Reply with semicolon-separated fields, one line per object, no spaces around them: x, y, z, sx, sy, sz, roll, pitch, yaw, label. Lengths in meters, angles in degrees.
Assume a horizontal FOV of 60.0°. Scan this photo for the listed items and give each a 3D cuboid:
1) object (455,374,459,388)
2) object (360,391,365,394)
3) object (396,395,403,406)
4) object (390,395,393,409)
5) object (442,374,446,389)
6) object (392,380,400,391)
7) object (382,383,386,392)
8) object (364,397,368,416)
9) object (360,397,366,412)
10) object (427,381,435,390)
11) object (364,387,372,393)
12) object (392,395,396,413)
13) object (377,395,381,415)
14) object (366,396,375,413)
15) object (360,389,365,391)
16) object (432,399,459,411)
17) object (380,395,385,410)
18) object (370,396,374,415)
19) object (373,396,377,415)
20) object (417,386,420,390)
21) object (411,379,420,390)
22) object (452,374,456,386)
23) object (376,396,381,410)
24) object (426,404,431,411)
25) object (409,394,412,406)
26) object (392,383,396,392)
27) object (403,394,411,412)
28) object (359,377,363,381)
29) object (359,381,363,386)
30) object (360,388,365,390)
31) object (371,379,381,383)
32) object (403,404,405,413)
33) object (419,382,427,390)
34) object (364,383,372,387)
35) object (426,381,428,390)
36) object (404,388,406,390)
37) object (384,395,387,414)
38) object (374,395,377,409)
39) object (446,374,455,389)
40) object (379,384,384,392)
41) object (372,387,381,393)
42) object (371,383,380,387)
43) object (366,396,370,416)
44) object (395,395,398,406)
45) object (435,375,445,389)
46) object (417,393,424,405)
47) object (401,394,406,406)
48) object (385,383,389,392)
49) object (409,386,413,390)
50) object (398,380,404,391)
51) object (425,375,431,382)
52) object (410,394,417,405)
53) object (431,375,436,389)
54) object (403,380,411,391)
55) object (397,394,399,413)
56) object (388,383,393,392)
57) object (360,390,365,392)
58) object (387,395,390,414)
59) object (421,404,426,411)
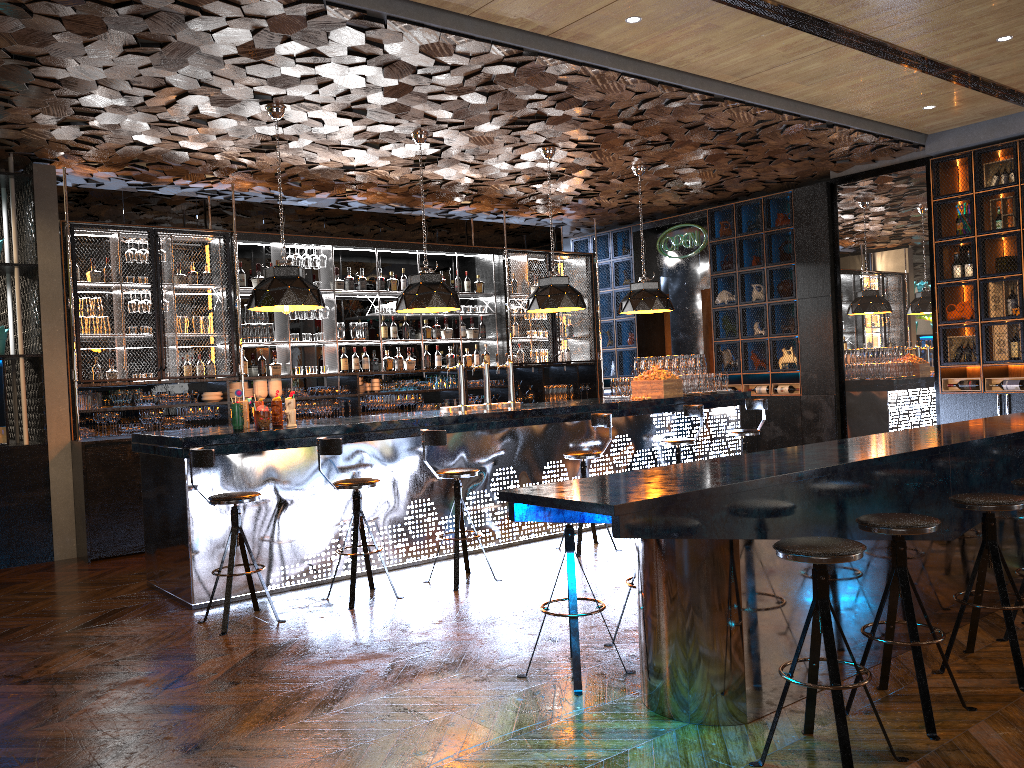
-0.654;-0.039;10.838;0.101;0.172;0.115;-3;1;-8;object
-1.747;0.098;10.121;0.149;0.022;0.149;-3;1;21;object
-1.316;0.240;10.386;0.091;0.229;0.091;-2;1;38;object
-1.407;0.244;10.371;0.049;0.231;0.049;-3;1;-34;object
-0.836;-0.030;10.848;0.101;0.172;0.115;-3;1;-8;object
-1.385;0.022;10.637;0.100;0.125;0.100;-3;1;-25;object
-1.491;0.043;10.412;0.058;0.099;0.067;-3;1;-35;object
-1.692;0.261;10.248;0.108;0.227;0.108;-3;1;16;object
-1.711;0.264;10.081;0.108;0.227;0.108;-2;1;43;object
-0.972;0.016;10.618;0.098;0.097;0.098;-3;1;-4;object
-1.670;0.069;10.280;0.094;0.067;0.106;-3;1;14;object
-1.368;0.242;10.319;0.049;0.231;0.049;-3;1;-43;object
-1.545;0.250;10.325;0.058;0.234;0.058;-3;1;-5;object
-1.621;0.258;10.153;0.108;0.227;0.108;-3;1;22;object
-1.747;0.076;10.121;0.149;0.023;0.149;-2;1;36;object
-0.825;0.258;10.887;0.356;0.134;0.206;-3;1;-31;object
-1.494;0.248;10.244;0.058;0.234;0.058;-3;1;-35;object
-1.630;0.254;10.326;0.058;0.234;0.058;-2;1;27;object
-1.584;0.252;10.270;0.058;0.234;0.058;-3;1;-15;object
-1.118;0.023;10.640;0.098;0.097;0.098;-3;1;0;object
-1.150;0.012;10.519;0.108;0.126;0.108;-3;1;-4;object
-0.721;-0.037;10.935;0.101;0.172;0.115;-2;1;37;object
-1.534;0.250;10.201;0.058;0.234;0.058;-3;1;5;object
-1.001;0.288;10.609;0.067;0.100;0.067;-2;1;44;object
-1.203;0.232;10.621;0.091;0.229;0.091;-3;1;-45;object
-1.382;0.039;10.338;0.067;0.099;0.058;-3;1;-3;object
-1.238;0.236;10.453;0.091;0.229;0.091;-3;1;9;object
-1.759;-0.043;10.112;0.094;0.069;0.106;-3;1;-32;object
-1.748;0.001;10.119;0.107;0.070;0.094;-3;1;-8;object
-1.748;0.064;10.120;0.149;0.024;0.149;-3;1;-39;object
-1.572;-0.026;10.231;0.094;0.068;0.106;-3;1;-38;object
-1.303;0.236;10.688;0.091;0.229;0.091;-3;1;20;object
-1.057;0.021;10.559;0.098;0.097;0.098;-2;1;31;object
-1.665;0.023;10.282;0.105;0.069;0.094;-2;1;29;object
-1.041;0.019;10.701;0.098;0.097;0.098;-3;1;-13;object
-1.297;0.016;10.707;0.108;0.126;0.108;-2;1;23;object
-1.468;0.247;10.325;0.049;0.231;0.049;-3;1;-29;object
-1.598;0.251;10.396;0.058;0.234;0.058;-2;1;29;object
-0.753;-0.033;10.750;0.101;0.172;0.115;-2;1;37;object
-1.535;0.045;10.464;0.058;0.099;0.067;-3;1;12;object
-1.568;0.064;10.241;0.094;0.067;0.106;-2;1;40;object
-1.574;0.019;10.242;0.094;0.069;0.106;-3;1;3;object
-1.681;0.255;10.393;0.058;0.234;0.058;-3;1;-35;object
-1.355;0.241;10.505;0.091;0.229;0.091;-3;1;-17;object
-0.871;-0.026;10.670;0.115;0.172;0.101;-3;1;-8;object
-1.088;0.227;10.567;0.091;0.229;0.091;-2;1;24;object
-1.279;0.236;10.564;0.091;0.229;0.091;-3;1;-6;object
-1.449;0.042;10.322;0.058;0.099;0.067;-3;1;22;object
-1.220;0.014;10.611;0.108;0.126;0.108;-3;1;-43;object
-1.310;0.020;10.546;0.100;0.125;0.100;-3;1;10;object
-1.020;-0.022;10.862;0.101;0.172;0.115;-2;1;37;object
-1.165;0.232;10.509;0.091;0.229;0.091;-3;1;-11;object
-0.949;-0.024;10.761;0.115;0.172;0.101;-3;1;-28;object
-1.236;0.017;10.448;0.100;0.125;0.100;-3;1;1;object
-1.380;0.241;10.629;0.091;0.229;0.091;-3;1;14;object
-1.406;0.041;10.270;0.058;0.099;0.067;-3;1;7;object
-1.747;0.088;10.121;0.149;0.023;0.149;-3;1;21;object
-1.428;0.246;10.272;0.049;0.231;0.049;-3;1;-26;object
-1.059;0.289;10.706;0.067;0.100;0.067;-2;1;44;object
